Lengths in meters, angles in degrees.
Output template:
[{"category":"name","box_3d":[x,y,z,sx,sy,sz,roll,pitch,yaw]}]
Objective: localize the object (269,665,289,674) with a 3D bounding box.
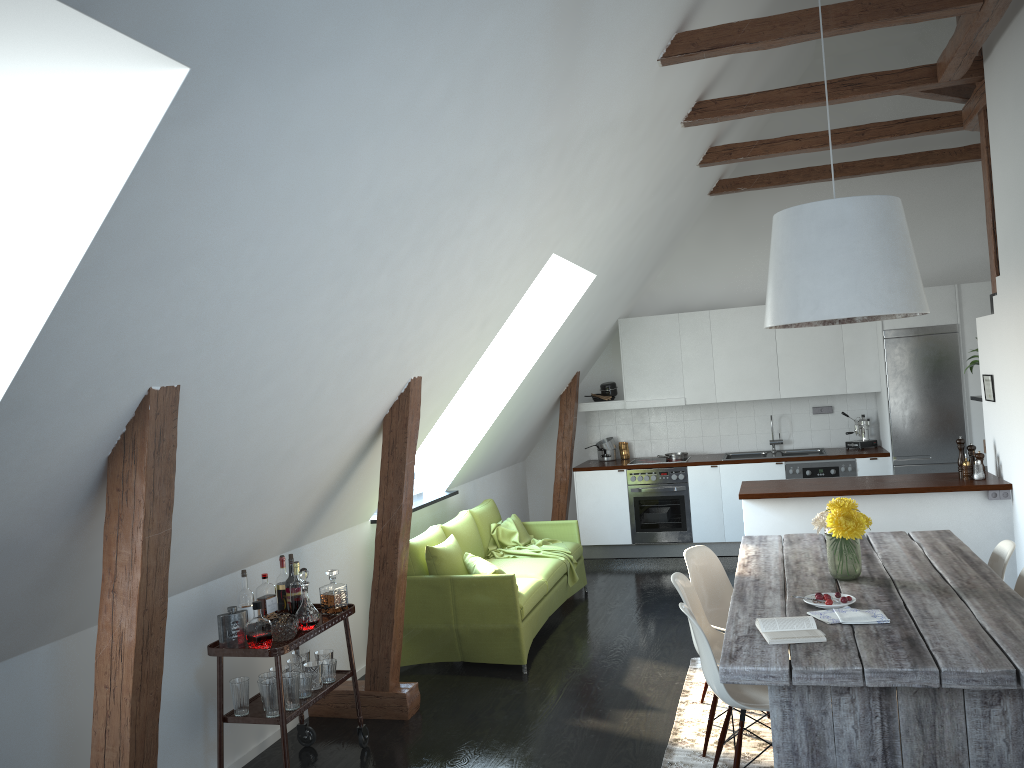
[{"category":"object","box_3d":[-1.106,1.413,4.230,0.095,0.119,0.095,-4,0,-22]}]

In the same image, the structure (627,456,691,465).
[{"category":"structure","box_3d":[1.476,0.781,8.853,0.574,0.041,0.504,-4,0,16]}]

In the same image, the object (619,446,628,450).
[{"category":"object","box_3d":[1.168,0.669,9.279,0.100,0.036,0.100,-4,0,-17]}]

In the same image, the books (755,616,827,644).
[{"category":"books","box_3d":[1.028,0.904,3.288,0.202,0.042,0.251,-4,0,5]}]

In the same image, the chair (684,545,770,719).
[{"category":"chair","box_3d":[1.228,1.294,4.773,0.542,0.801,0.465,-5,0,42]}]

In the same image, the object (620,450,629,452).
[{"category":"object","box_3d":[1.175,0.709,9.282,0.099,0.043,0.100,-4,0,4]}]

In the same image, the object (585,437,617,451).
[{"category":"object","box_3d":[0.913,0.652,9.280,0.371,0.169,0.203,-4,0,-11]}]

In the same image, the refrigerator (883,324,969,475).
[{"category":"refrigerator","box_3d":[3.684,0.427,7.850,0.609,1.868,0.031,-4,0,16]}]

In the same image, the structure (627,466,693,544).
[{"category":"structure","box_3d":[1.513,1.171,8.865,0.583,0.725,0.749,-4,0,16]}]

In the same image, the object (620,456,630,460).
[{"category":"object","box_3d":[1.185,0.768,9.279,0.100,0.036,0.100,-4,0,13]}]

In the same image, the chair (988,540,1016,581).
[{"category":"chair","box_3d":[2.296,1.211,4.538,0.542,0.801,0.465,-4,0,17]}]

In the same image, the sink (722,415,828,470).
[{"category":"sink","box_3d":[2.537,0.572,8.613,0.963,0.519,0.671,-4,0,16]}]

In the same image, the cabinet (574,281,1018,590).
[{"category":"cabinet","box_3d":[2.382,0.431,7.452,4.208,2.369,3.033,-4,0,16]}]

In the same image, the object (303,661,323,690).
[{"category":"object","box_3d":[-0.951,1.401,4.258,0.095,0.119,0.095,-4,0,-22]}]

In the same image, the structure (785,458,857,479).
[{"category":"structure","box_3d":[2.919,1.057,8.360,0.612,0.725,0.582,-4,0,16]}]

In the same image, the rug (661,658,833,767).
[{"category":"rug","box_3d":[1.645,1.655,3.958,1.898,0.022,2.677,-4,0,16]}]

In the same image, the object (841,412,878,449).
[{"category":"object","box_3d":[3.315,0.437,8.528,0.353,0.370,0.206,-4,0,-27]}]

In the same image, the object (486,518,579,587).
[{"category":"object","box_3d":[0.196,1.345,7.176,0.722,0.493,0.711,-4,0,12]}]

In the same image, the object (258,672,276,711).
[{"category":"object","box_3d":[-1.099,1.395,4.020,0.087,0.155,0.087,-4,0,-11]}]

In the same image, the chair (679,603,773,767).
[{"category":"chair","box_3d":[1.002,1.310,3.696,0.542,0.801,0.465,-4,0,2]}]

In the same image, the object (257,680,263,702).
[{"category":"object","box_3d":[-1.135,1.426,4.127,0.092,0.099,0.092,-4,0,-6]}]

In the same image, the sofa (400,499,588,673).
[{"category":"sofa","box_3d":[-0.097,1.389,6.602,0.898,0.825,2.093,-4,0,15]}]

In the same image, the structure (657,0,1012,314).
[{"category":"structure","box_3d":[2.719,-2.197,0.231,10.230,3.562,15.910,-4,0,22]}]

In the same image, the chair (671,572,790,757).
[{"category":"chair","box_3d":[1.062,1.306,4.220,0.542,0.801,0.465,-4,0,17]}]

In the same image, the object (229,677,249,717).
[{"category":"object","box_3d":[-1.217,1.404,3.977,0.087,0.155,0.087,-4,0,-11]}]

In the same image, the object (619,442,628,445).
[{"category":"object","box_3d":[1.166,0.632,9.277,0.100,0.047,0.099,-4,0,12]}]

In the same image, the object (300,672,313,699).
[{"category":"object","box_3d":[-0.975,1.413,4.153,0.092,0.099,0.092,-4,0,-6]}]

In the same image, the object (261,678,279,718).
[{"category":"object","box_3d":[-1.063,1.392,3.928,0.087,0.155,0.087,-4,0,-11]}]

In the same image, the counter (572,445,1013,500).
[{"category":"counter","box_3d":[1.985,0.743,7.550,3.365,0.038,3.085,-4,0,16]}]

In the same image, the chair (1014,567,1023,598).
[{"category":"chair","box_3d":[2.161,1.221,4.084,0.542,0.801,0.465,-4,0,22]}]

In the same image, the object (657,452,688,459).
[{"category":"object","box_3d":[1.595,0.721,8.903,0.351,0.061,0.232,-4,0,-10]}]

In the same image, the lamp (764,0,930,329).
[{"category":"lamp","box_3d":[1.411,-1.685,3.995,0.757,2.813,0.697,-4,0,-24]}]

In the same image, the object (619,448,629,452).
[{"category":"object","box_3d":[1.171,0.687,9.282,0.099,0.057,0.101,-4,0,28]}]

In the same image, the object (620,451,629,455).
[{"category":"object","box_3d":[1.178,0.729,9.280,0.099,0.051,0.099,-4,0,2]}]

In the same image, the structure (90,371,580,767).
[{"category":"structure","box_3d":[-1.445,0.931,3.268,1.023,1.963,12.350,-4,0,16]}]

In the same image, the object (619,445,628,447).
[{"category":"object","box_3d":[1.167,0.652,9.279,0.100,0.036,0.100,-5,0,45]}]

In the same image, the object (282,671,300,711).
[{"category":"object","box_3d":[-0.996,1.387,4.002,0.087,0.155,0.087,-4,0,-11]}]

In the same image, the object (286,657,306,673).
[{"category":"object","box_3d":[-1.051,1.409,4.339,0.095,0.119,0.095,-4,0,-22]}]

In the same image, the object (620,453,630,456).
[{"category":"object","box_3d":[1.181,0.746,9.278,0.100,0.048,0.099,-4,0,35]}]
